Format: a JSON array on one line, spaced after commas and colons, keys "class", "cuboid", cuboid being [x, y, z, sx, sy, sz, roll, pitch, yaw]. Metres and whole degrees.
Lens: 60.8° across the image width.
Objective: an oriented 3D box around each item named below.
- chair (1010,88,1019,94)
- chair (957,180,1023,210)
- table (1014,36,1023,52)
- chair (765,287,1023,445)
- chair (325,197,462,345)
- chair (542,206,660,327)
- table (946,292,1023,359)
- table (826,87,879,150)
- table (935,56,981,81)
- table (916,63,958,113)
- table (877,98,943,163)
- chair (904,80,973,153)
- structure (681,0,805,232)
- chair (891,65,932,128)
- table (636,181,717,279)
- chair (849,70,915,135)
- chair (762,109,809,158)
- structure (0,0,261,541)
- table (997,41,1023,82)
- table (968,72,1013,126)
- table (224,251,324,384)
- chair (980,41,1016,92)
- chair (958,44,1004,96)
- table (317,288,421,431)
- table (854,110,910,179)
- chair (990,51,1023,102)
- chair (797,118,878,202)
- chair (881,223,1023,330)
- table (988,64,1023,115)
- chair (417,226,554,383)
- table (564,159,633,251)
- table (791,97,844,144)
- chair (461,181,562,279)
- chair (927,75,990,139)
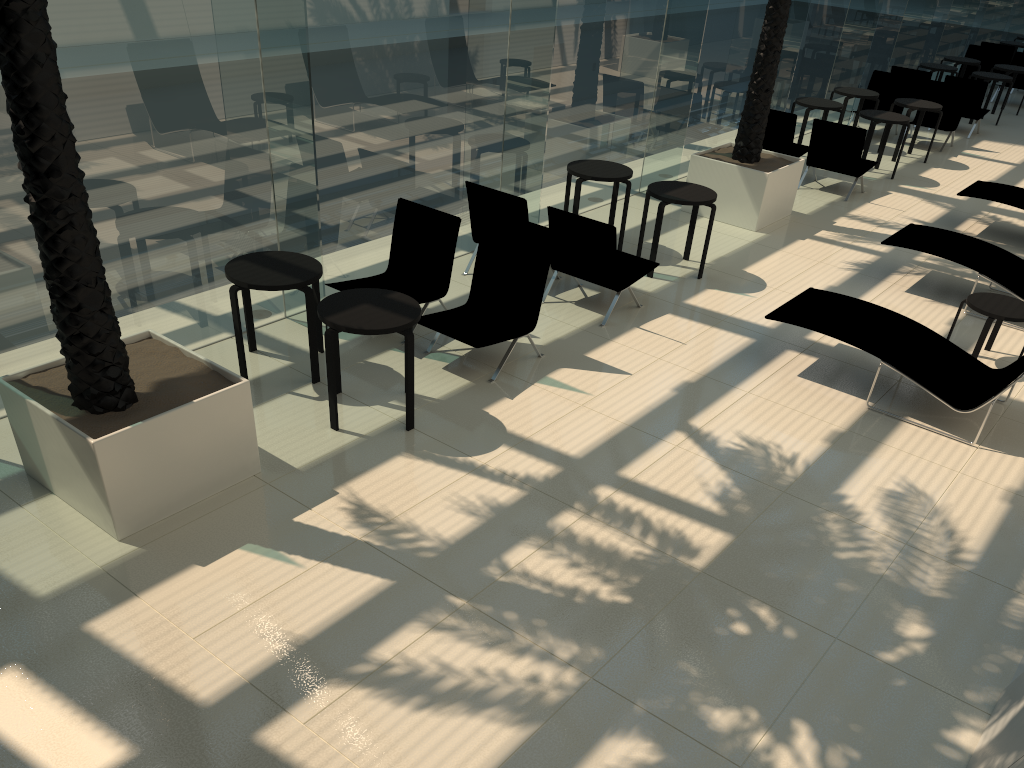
[{"class": "chair", "cuboid": [11.416, -6.739, 18.844, 0.691, 0.960, 0.846, 27, 39, 30]}, {"class": "chair", "cuboid": [6.385, -2.196, 10.128, 1.968, 1.251, 0.878, 24, 38, 29]}, {"class": "table", "cuboid": [12.488, -7.970, 21.202, 0.680, 0.844, 0.624, -2, 33, -9]}, {"class": "chair", "cuboid": [3.115, -0.474, 6.740, 1.968, 1.251, 0.878, 24, 38, 29]}, {"class": "chair", "cuboid": [-0.983, -0.921, 7.200, 0.691, 0.960, 0.846, 27, 39, 30]}, {"class": "chair", "cuboid": [0.819, -1.160, 7.866, 0.691, 0.960, 0.846, 27, 39, 30]}, {"class": "table", "cuboid": [4.120, -0.436, 7.517, 0.554, 0.559, 0.509, -1, 33, -9]}, {"class": "table", "cuboid": [5.329, -4.201, 13.786, 0.680, 0.844, 0.624, -2, 33, -9]}, {"class": "table", "cuboid": [8.861, -6.060, 17.444, 0.680, 0.844, 0.624, -2, 33, -9]}, {"class": "table", "cuboid": [7.937, -5.581, 16.498, 0.678, 0.844, 0.626, -4, 34, -13]}, {"class": "table", "cuboid": [6.086, -3.873, 13.340, 0.680, 0.844, 0.624, -2, 33, -9]}, {"class": "chair", "cuboid": [6.803, -4.321, 14.083, 0.691, 0.960, 0.846, 27, 39, 30]}, {"class": "structure", "cuboid": [2.875, -5.192, 8.475, 4.702, 7.580, 4.198, 22, 37, 24]}, {"class": "chair", "cuboid": [7.148, -5.191, 15.605, 0.691, 0.960, 0.846, 27, 39, 30]}, {"class": "table", "cuboid": [1.636, -1.537, 8.742, 0.678, 0.844, 0.626, -4, 34, -13]}, {"class": "chair", "cuboid": [6.075, -4.637, 14.511, 0.691, 0.960, 0.846, 27, 39, 30]}, {"class": "chair", "cuboid": [3.654, -3.351, 11.985, 0.691, 0.960, 0.846, 27, 39, 30]}, {"class": "structure", "cuboid": [-2.243, -2.517, 3.206, 4.422, 7.579, 4.459, 13, 34, 12]}, {"class": "table", "cuboid": [11.469, -7.440, 20.157, 0.678, 0.844, 0.626, -4, 34, -13]}, {"class": "table", "cuboid": [8.694, -5.252, 16.053, 0.678, 0.844, 0.626, -4, 34, -13]}, {"class": "table", "cuboid": [-1.729, -0.486, 6.474, 0.680, 0.844, 0.623, 1, 33, -6]}, {"class": "chair", "cuboid": [10.688, -7.055, 19.272, 0.691, 0.960, 0.846, 27, 39, 30]}, {"class": "chair", "cuboid": [9.607, -6.496, 18.170, 0.691, 0.960, 0.846, 27, 39, 30]}, {"class": "table", "cuboid": [-0.972, -0.157, 6.029, 0.680, 0.844, 0.623, 1, 33, -6]}, {"class": "table", "cuboid": [5.183, -3.404, 12.417, 0.678, 0.844, 0.626, -4, 34, -13]}, {"class": "chair", "cuboid": [10.335, -6.180, 17.742, 0.691, 0.960, 0.846, 27, 39, 30]}, {"class": "chair", "cuboid": [4.382, -3.036, 11.557, 0.691, 0.960, 0.846, 27, 39, 30]}, {"class": "chair", "cuboid": [4.775, -1.348, 8.460, 1.968, 1.251, 0.878, 24, 38, 29]}, {"class": "table", "cuboid": [9.618, -5.732, 16.999, 0.680, 0.844, 0.624, -2, 33, -9]}, {"class": "chair", "cuboid": [-0.255, -0.605, 6.772, 0.691, 0.960, 0.846, 27, 39, 30]}, {"class": "table", "cuboid": [0.879, -1.865, 9.187, 0.678, 0.844, 0.626, -4, 34, -13]}, {"class": "table", "cuboid": [4.426, -3.732, 12.862, 0.678, 0.844, 0.626, -4, 34, -13]}, {"class": "chair", "cuboid": [0.091, -1.476, 8.294, 0.691, 0.960, 0.846, 27, 39, 30]}, {"class": "chair", "cuboid": [7.876, -4.875, 15.177, 0.691, 0.960, 0.846, 27, 39, 30]}]
